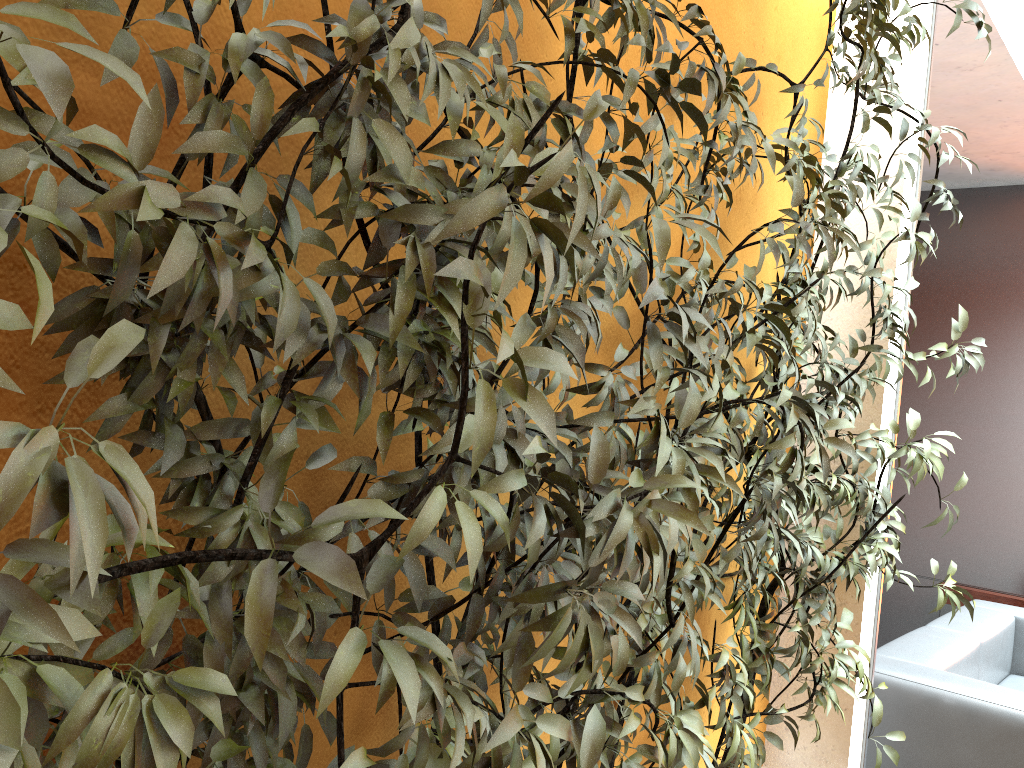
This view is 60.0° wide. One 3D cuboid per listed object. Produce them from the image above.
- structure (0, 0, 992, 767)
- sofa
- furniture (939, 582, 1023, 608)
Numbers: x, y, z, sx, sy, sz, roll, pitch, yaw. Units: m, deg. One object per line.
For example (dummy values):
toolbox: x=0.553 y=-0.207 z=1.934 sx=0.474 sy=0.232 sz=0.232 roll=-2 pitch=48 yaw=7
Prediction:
structure: x=0.151 y=-0.035 z=1.370 sx=0.622 sy=2.483 sz=3.166 roll=5 pitch=-1 yaw=38
sofa: x=2.075 y=1.368 z=3.507 sx=0.943 sy=0.652 sz=2.025 roll=5 pitch=-1 yaw=39
furniture: x=5.035 y=1.473 z=3.602 sx=6.000 sy=0.109 sz=0.600 roll=5 pitch=-1 yaw=39
